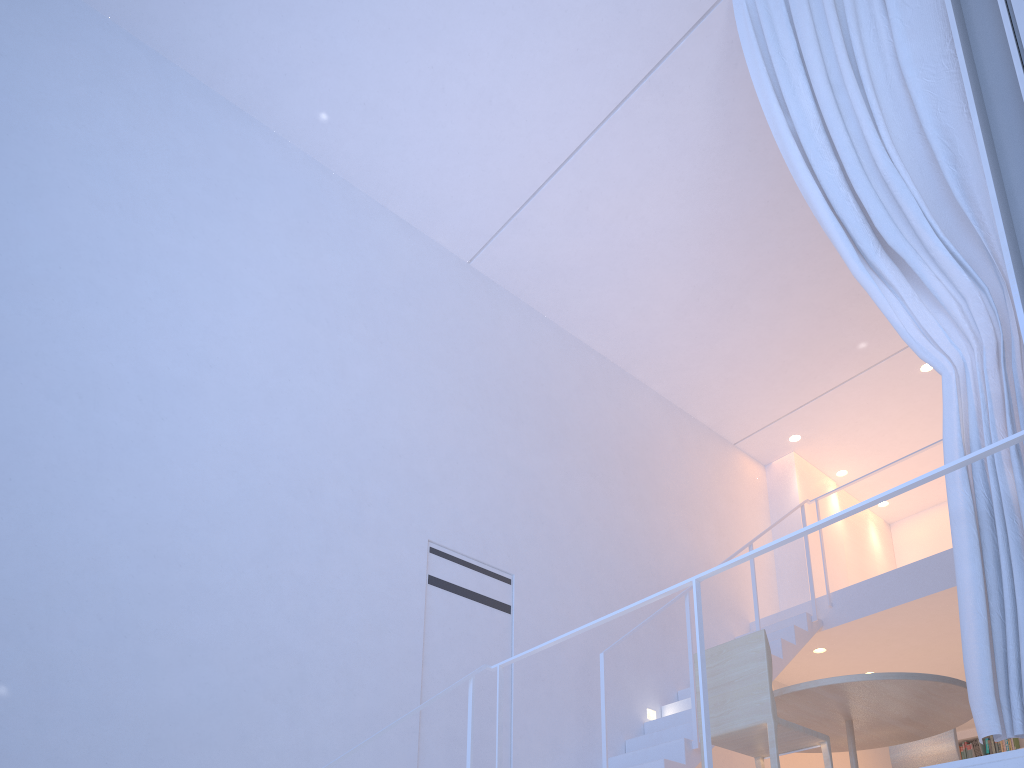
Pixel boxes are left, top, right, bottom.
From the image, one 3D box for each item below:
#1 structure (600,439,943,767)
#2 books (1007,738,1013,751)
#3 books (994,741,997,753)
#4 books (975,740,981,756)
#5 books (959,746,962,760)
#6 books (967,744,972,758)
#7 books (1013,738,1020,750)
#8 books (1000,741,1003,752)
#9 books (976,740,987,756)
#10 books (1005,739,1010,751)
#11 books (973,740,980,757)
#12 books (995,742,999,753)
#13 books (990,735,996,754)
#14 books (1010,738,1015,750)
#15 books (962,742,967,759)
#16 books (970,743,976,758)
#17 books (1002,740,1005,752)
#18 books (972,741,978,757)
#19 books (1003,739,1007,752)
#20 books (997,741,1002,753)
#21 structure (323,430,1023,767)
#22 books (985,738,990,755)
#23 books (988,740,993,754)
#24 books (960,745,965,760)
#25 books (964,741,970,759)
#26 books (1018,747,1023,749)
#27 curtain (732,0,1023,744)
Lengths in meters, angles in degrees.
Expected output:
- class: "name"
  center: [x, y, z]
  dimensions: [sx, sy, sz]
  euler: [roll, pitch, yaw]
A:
- class: "structure"
  center: [0.283, 0.774, 1.844]
  dimensions: [3.954, 2.781, 1.882]
  euler: [26, -36, -35]
- class: "books"
  center: [2.941, 2.130, 4.828]
  dimensions: [0.102, 0.108, 0.016]
  euler: [25, -31, -37]
- class: "books"
  center: [2.894, 2.179, 4.890]
  dimensions: [0.087, 0.101, 0.007]
  euler: [24, -31, -38]
- class: "books"
  center: [2.832, 2.219, 4.962]
  dimensions: [0.090, 0.122, 0.026]
  euler: [23, -31, -38]
- class: "books"
  center: [2.762, 2.289, 5.049]
  dimensions: [0.076, 0.109, 0.022]
  euler: [23, -30, -38]
- class: "books"
  center: [2.797, 2.251, 4.992]
  dimensions: [0.099, 0.103, 0.022]
  euler: [25, -32, -37]
- class: "books"
  center: [2.961, 2.126, 4.822]
  dimensions: [0.078, 0.108, 0.007]
  euler: [23, -30, -38]
- class: "books"
  center: [2.912, 2.153, 4.861]
  dimensions: [0.103, 0.108, 0.005]
  euler: [25, -31, -37]
- class: "books"
  center: [2.837, 2.215, 4.956]
  dimensions: [0.090, 0.122, 0.026]
  euler: [23, -31, -38]
- class: "books"
  center: [2.932, 2.140, 4.839]
  dimensions: [0.100, 0.104, 0.016]
  euler: [25, -31, -37]
- class: "books"
  center: [2.826, 2.224, 4.969]
  dimensions: [0.090, 0.122, 0.026]
  euler: [23, -31, -38]
- class: "books"
  center: [2.897, 2.165, 4.884]
  dimensions: [0.096, 0.118, 0.011]
  euler: [24, -31, -38]
- class: "books"
  center: [2.884, 2.171, 4.901]
  dimensions: [0.094, 0.128, 0.016]
  euler: [23, -31, -38]
- class: "books"
  center: [2.950, 2.128, 4.820]
  dimensions: [0.097, 0.102, 0.007]
  euler: [25, -31, -37]
- class: "books"
  center: [2.780, 2.260, 5.018]
  dimensions: [0.093, 0.122, 0.012]
  euler: [24, -31, -38]
- class: "books"
  center: [2.806, 2.240, 4.980]
  dimensions: [0.103, 0.108, 0.008]
  euler: [25, -31, -37]
- class: "books"
  center: [2.919, 2.144, 4.859]
  dimensions: [0.097, 0.122, 0.010]
  euler: [24, -31, -38]
- class: "books"
  center: [2.820, 2.229, 4.975]
  dimensions: [0.090, 0.122, 0.026]
  euler: [23, -31, -38]
- class: "books"
  center: [2.923, 2.142, 4.849]
  dimensions: [0.103, 0.113, 0.009]
  euler: [25, -31, -37]
- class: "books"
  center: [2.908, 2.165, 4.872]
  dimensions: [0.092, 0.102, 0.020]
  euler: [24, -31, -37]
- class: "structure"
  center: [-0.172, 0.813, 1.080]
  dimensions: [1.556, 1.496, 1.498]
  euler: [23, -36, -34]
- class: "books"
  center: [2.865, 2.195, 4.928]
  dimensions: [0.085, 0.120, 0.029]
  euler: [23, -31, -37]
- class: "books"
  center: [2.874, 2.189, 4.908]
  dimensions: [0.096, 0.106, 0.016]
  euler: [25, -31, -37]
- class: "books"
  center: [2.776, 2.278, 5.033]
  dimensions: [0.076, 0.109, 0.022]
  euler: [23, -30, -38]
- class: "books"
  center: [2.790, 2.251, 5.012]
  dimensions: [0.089, 0.128, 0.012]
  euler: [23, -30, -38]
- class: "books"
  center: [2.993, 2.120, 4.771]
  dimensions: [0.067, 0.018, 0.106]
  euler: [21, -40, -26]
- class: "curtain"
  center: [0.771, -0.319, 1.777]
  dimensions: [0.105, 2.030, 0.555]
  euler: [17, -27, -37]
